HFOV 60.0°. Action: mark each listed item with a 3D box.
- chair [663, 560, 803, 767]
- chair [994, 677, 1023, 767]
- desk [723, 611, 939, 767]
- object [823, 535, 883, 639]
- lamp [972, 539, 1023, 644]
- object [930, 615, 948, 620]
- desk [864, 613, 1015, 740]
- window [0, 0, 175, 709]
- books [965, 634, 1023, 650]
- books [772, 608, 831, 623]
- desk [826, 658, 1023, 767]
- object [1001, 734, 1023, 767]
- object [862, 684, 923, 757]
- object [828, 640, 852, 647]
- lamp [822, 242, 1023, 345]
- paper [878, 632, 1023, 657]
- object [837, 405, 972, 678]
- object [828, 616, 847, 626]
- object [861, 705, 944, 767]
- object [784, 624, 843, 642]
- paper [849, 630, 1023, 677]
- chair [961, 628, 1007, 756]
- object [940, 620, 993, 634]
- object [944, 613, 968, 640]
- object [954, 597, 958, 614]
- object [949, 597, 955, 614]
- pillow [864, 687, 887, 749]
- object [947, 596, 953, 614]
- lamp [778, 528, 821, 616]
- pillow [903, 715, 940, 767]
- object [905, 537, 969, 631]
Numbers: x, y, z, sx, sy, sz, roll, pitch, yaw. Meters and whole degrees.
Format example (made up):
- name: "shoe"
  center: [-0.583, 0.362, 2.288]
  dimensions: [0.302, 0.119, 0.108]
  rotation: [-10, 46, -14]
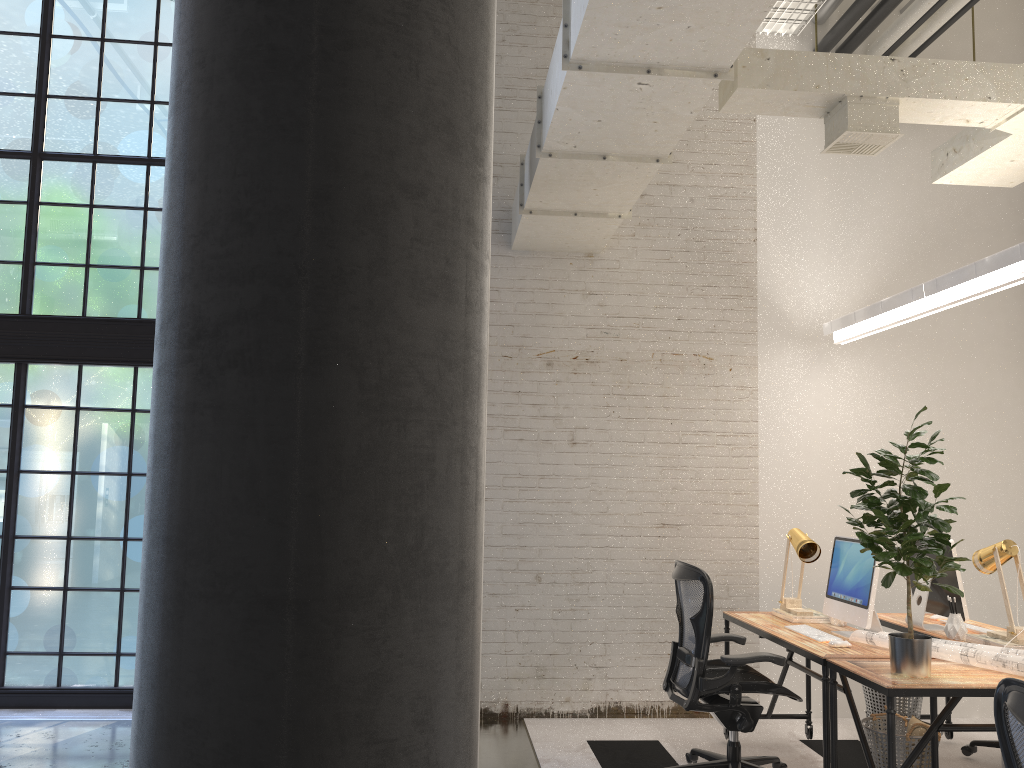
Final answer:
- name: "chair"
  center: [1.079, 1.429, 4.401]
  dimensions: [0.792, 1.084, 0.771]
  rotation: [3, -6, -21]
- name: "chair"
  center: [1.321, 1.157, 1.739]
  dimensions: [0.792, 1.084, 0.771]
  rotation: [3, -6, -21]
- name: "desk"
  center: [1.550, 1.629, 4.518]
  dimensions: [0.529, 0.723, 1.403]
  rotation: [2, -6, -5]
- name: "object"
  center: [1.732, 1.019, 4.455]
  dimensions: [0.189, 0.484, 0.484]
  rotation: [2, -6, -5]
- name: "lamp"
  center: [2.366, 0.982, 4.266]
  dimensions: [0.126, 0.469, 0.345]
  rotation: [2, -6, -4]
- name: "object"
  center: [2.437, 1.329, 5.053]
  dimensions: [0.106, 0.029, 0.059]
  rotation: [2, -6, -4]
- name: "desk"
  center: [2.394, 1.654, 4.578]
  dimensions: [0.529, 0.723, 1.403]
  rotation: [2, -6, -5]
- name: "window"
  center: [-3.224, -0.476, 5.879]
  dimensions: [2.491, 5.171, 0.138]
  rotation: [2, -6, -5]
- name: "books"
  center: [2.337, 1.225, 4.189]
  dimensions: [0.225, 0.038, 0.309]
  rotation: [2, -6, -4]
- name: "books"
  center: [1.623, 1.299, 4.980]
  dimensions: [0.225, 0.038, 0.309]
  rotation: [2, -6, -4]
- name: "desk"
  center: [2.057, 1.535, 3.584]
  dimensions: [1.401, 0.723, 0.530]
  rotation: [2, -6, -5]
- name: "object"
  center: [2.394, 1.700, 3.744]
  dimensions: [0.544, 0.454, 0.221]
  rotation: [2, -6, -5]
- name: "object"
  center: [2.155, 1.844, 5.007]
  dimensions: [0.353, 0.434, 0.359]
  rotation: [2, -6, -8]
- name: "object"
  center: [1.523, 1.204, 4.115]
  dimensions: [0.106, 0.029, 0.059]
  rotation: [2, -6, -4]
- name: "lamp"
  center: [2.410, -2.030, 2.158]
  dimensions: [0.226, 2.860, 7.313]
  rotation: [2, -6, -5]
- name: "paper"
  center: [2.064, 1.151, 3.777]
  dimensions: [0.083, 0.082, 1.135]
  rotation: [6, -8, -40]
- name: "object"
  center: [1.584, 0.624, 3.607]
  dimensions: [0.439, 1.076, 0.514]
  rotation: [3, -6, -14]
- name: "object"
  center: [1.761, 1.236, 4.778]
  dimensions: [0.101, 0.126, 0.101]
  rotation: [-4, -8, 40]
- name: "object"
  center: [1.784, 1.730, 4.061]
  dimensions: [0.353, 0.434, 0.359]
  rotation: [2, -6, -8]
- name: "object"
  center: [1.503, 1.247, 4.441]
  dimensions: [0.118, 0.017, 0.439]
  rotation: [2, -6, -5]
- name: "paper"
  center: [1.897, 1.146, 3.765]
  dimensions: [0.083, 0.082, 1.135]
  rotation: [5, -7, -30]
- name: "chair"
  center: [2.873, 1.503, 4.729]
  dimensions: [0.792, 1.084, 0.771]
  rotation: [3, -6, -21]
- name: "object"
  center: [2.456, 1.299, 4.727]
  dimensions: [0.118, 0.017, 0.439]
  rotation: [2, -6, -5]
- name: "object"
  center: [2.201, 1.203, 4.400]
  dimensions: [0.101, 0.126, 0.101]
  rotation: [-4, -8, 40]
- name: "object"
  center: [2.204, 1.160, 4.390]
  dimensions: [0.054, 0.207, 0.008]
  rotation: [6, -7, -39]
- name: "object"
  center: [2.192, 1.160, 4.393]
  dimensions: [0.054, 0.207, 0.008]
  rotation: [3, -6, -17]
- name: "pillow"
  center: [2.075, 1.855, 5.004]
  dimensions: [0.119, 0.406, 0.239]
  rotation: [2, -6, -4]
- name: "object"
  center: [2.194, 1.162, 4.417]
  dimensions: [0.008, 0.207, 0.054]
  rotation: [3, -6, -21]
- name: "lamp"
  center: [1.603, 1.043, 4.952]
  dimensions: [0.126, 0.469, 0.345]
  rotation: [2, -6, -5]
- name: "pillow"
  center: [1.862, 1.745, 4.061]
  dimensions: [0.119, 0.406, 0.239]
  rotation: [2, -6, -4]
- name: "object"
  center: [2.237, 1.064, 4.757]
  dimensions: [0.189, 0.484, 0.484]
  rotation: [2, -6, -5]
